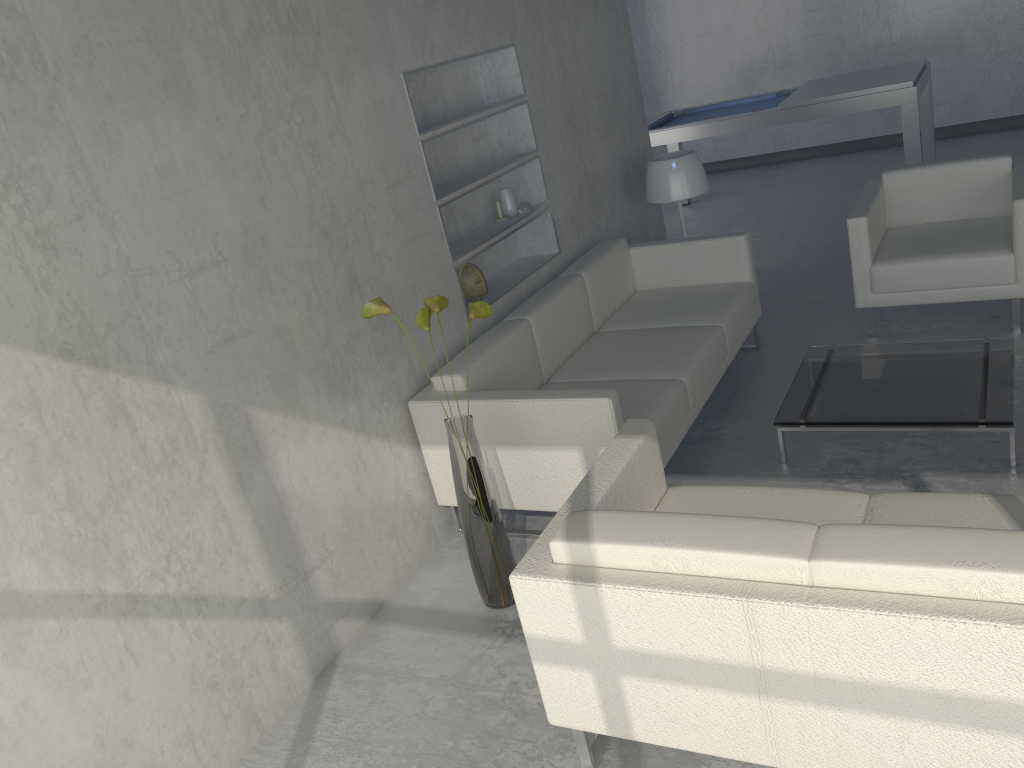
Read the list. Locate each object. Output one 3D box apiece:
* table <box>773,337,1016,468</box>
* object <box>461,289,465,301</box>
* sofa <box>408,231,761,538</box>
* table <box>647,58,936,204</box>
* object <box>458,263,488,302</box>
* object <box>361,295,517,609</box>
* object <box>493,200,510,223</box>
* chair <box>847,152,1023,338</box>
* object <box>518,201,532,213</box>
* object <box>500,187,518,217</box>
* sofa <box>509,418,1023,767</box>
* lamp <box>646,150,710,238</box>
[{"bbox_3d":[1.480,0.067,3.392,0.773,0.190,0.730,-2,24,30],"label":"table"},{"bbox_3d":[-0.242,-0.362,3.753,0.086,0.128,0.086,4,27,40],"label":"object"},{"bbox_3d":[0.452,-0.102,3.833,0.821,0.658,1.881,-2,24,30],"label":"sofa"},{"bbox_3d":[2.063,-1.800,6.858,2.095,0.835,1.180,-2,24,30],"label":"table"},{"bbox_3d":[-0.159,-0.449,3.849,0.088,0.179,0.163,-6,22,21],"label":"object"},{"bbox_3d":[-0.115,0.174,2.939,0.400,1.051,0.387,-26,23,-28],"label":"object"},{"bbox_3d":[-0.058,-0.798,4.091,0.074,0.094,0.074,-15,21,-3],"label":"object"},{"bbox_3d":[2.088,-0.687,4.270,0.748,0.662,0.821,-2,24,30],"label":"chair"},{"bbox_3d":[0.059,-0.834,4.170,0.064,0.050,0.064,1,26,35],"label":"object"},{"bbox_3d":[-0.019,-0.850,4.148,0.079,0.130,0.079,-2,24,28],"label":"object"},{"bbox_3d":[1.043,0.478,1.950,1.881,0.658,0.821,-2,24,30],"label":"sofa"},{"bbox_3d":[0.928,-0.968,4.885,0.347,0.582,0.347,-14,21,1],"label":"lamp"}]
